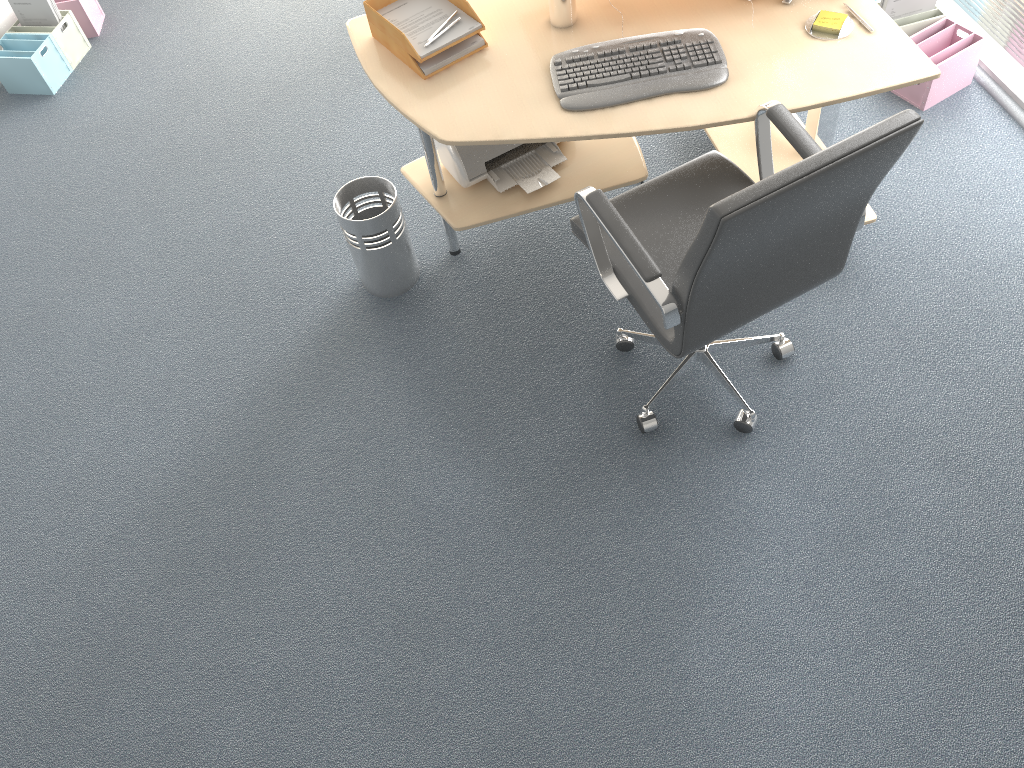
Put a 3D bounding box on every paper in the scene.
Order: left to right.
[{"bbox_3d":[-2.177,-1.668,4.125,0.220,0.306,0.068,6,56,13],"label":"paper"},{"bbox_3d":[-0.258,-1.072,2.617,0.210,0.010,0.297,-33,57,-15],"label":"paper"},{"bbox_3d":[-0.251,-1.042,2.658,0.210,0.019,0.297,-33,57,-15],"label":"paper"}]

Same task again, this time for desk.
[{"bbox_3d":[0.290,-1.010,2.514,1.469,1.566,0.967,-16,54,-3],"label":"desk"}]

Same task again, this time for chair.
[{"bbox_3d":[0.521,-0.339,2.320,0.584,1.048,0.652,-27,55,-11],"label":"chair"}]

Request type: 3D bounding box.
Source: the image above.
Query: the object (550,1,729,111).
[{"bbox_3d":[0.318,-1.080,2.635,0.478,0.082,0.814,-10,54,2],"label":"object"}]

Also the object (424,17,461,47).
[{"bbox_3d":[-0.201,-1.013,2.555,0.008,0.009,0.159,31,64,26],"label":"object"}]

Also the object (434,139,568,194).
[{"bbox_3d":[0.012,-0.796,2.921,0.438,0.162,0.351,-29,56,-12],"label":"object"}]

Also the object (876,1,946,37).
[{"bbox_3d":[1.488,-1.351,3.431,0.245,0.202,0.185,-16,54,-3],"label":"object"}]

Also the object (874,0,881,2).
[{"bbox_3d":[1.442,-1.494,3.540,0.245,0.202,0.185,-16,54,-3],"label":"object"}]

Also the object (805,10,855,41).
[{"bbox_3d":[0.885,-1.006,2.465,0.132,0.026,0.132,-16,54,-3],"label":"object"}]

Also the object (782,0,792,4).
[{"bbox_3d":[0.818,-1.156,2.573,0.022,0.042,0.134,20,60,21],"label":"object"}]

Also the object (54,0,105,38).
[{"bbox_3d":[-2.152,-1.801,4.303,0.245,0.202,0.185,-9,54,2],"label":"object"}]

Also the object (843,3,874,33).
[{"bbox_3d":[0.965,-1.026,2.477,0.011,0.011,0.158,-18,54,-5],"label":"object"}]

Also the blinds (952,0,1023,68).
[{"bbox_3d":[1.740,-1.849,2.036,0.022,2.770,1.950,-16,54,-3],"label":"blinds"}]

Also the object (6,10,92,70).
[{"bbox_3d":[-2.172,-1.615,4.174,0.245,0.202,0.185,6,56,13],"label":"object"}]

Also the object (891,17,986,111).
[{"bbox_3d":[1.570,-1.185,3.300,0.245,0.202,0.185,-31,56,-13],"label":"object"}]

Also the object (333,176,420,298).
[{"bbox_3d":[-0.450,-0.488,2.999,0.208,0.377,0.208,21,60,22],"label":"object"}]

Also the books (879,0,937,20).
[{"bbox_3d":[1.483,-1.381,3.366,0.220,0.306,0.068,-16,54,-3],"label":"books"}]

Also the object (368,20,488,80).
[{"bbox_3d":[-0.254,-1.050,2.649,0.225,0.060,0.309,-33,57,-15],"label":"object"}]

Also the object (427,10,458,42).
[{"bbox_3d":[-0.202,-1.037,2.573,0.008,0.009,0.159,23,61,22],"label":"object"}]

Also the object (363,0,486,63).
[{"bbox_3d":[-0.260,-1.082,2.604,0.225,0.060,0.309,-33,57,-15],"label":"object"}]

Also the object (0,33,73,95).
[{"bbox_3d":[-2.210,-1.465,4.072,0.245,0.202,0.185,6,56,13],"label":"object"}]
